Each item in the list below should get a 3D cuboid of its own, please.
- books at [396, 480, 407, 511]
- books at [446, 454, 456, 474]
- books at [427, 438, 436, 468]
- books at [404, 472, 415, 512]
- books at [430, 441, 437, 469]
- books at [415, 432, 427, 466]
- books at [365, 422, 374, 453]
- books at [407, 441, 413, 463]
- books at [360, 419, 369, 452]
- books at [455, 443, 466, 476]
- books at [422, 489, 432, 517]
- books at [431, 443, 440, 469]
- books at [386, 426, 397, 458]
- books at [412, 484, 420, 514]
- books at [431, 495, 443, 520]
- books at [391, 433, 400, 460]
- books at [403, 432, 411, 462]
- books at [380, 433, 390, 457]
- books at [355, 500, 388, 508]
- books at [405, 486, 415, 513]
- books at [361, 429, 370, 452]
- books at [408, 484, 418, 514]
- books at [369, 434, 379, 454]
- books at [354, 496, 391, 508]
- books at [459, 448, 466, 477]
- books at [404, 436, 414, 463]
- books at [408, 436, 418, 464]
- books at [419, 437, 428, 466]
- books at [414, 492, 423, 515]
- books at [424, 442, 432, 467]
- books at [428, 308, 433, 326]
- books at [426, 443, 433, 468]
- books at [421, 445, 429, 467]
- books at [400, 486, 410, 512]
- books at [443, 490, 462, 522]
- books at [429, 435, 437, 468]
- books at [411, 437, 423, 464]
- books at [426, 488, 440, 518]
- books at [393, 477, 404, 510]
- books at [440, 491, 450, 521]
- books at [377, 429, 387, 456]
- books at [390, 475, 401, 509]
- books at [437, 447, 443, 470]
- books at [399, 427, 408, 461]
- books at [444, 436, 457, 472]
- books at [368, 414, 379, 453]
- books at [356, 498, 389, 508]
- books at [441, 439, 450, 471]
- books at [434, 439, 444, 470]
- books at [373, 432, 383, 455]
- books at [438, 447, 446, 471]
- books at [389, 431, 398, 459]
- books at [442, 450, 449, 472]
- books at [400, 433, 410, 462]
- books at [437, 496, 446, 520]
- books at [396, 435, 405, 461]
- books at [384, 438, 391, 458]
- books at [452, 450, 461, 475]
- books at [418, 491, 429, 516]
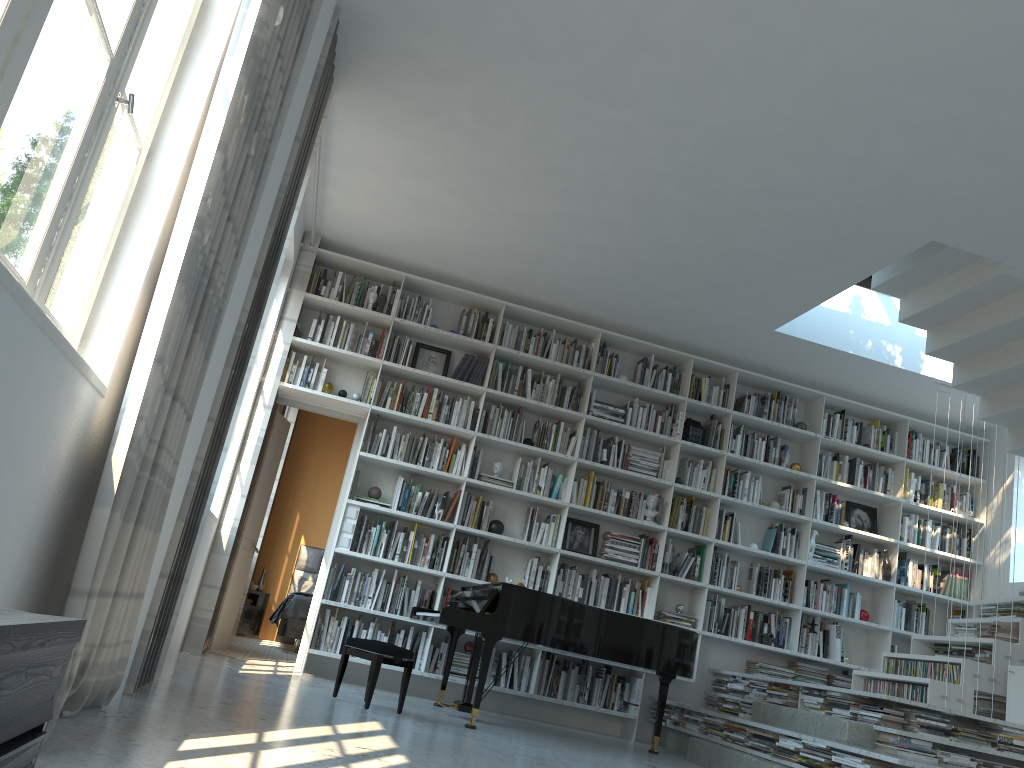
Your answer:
[{"bbox_3d":[-0.867,0.882,6.874,0.031,0.254,0.143,15,-16,-10],"label":"books"},{"bbox_3d":[-0.487,0.655,7.022,0.030,0.183,0.152,15,-16,-10],"label":"books"},{"bbox_3d":[-0.649,0.567,6.999,0.012,0.271,0.145,15,-16,-10],"label":"books"},{"bbox_3d":[-0.812,0.858,6.898,0.011,0.335,0.154,15,-16,-10],"label":"books"},{"bbox_3d":[-0.633,0.585,7.010,0.011,0.251,0.139,15,-16,-10],"label":"books"},{"bbox_3d":[-0.722,0.533,6.985,0.013,0.299,0.152,15,-16,-10],"label":"books"},{"bbox_3d":[-1.114,0.440,6.895,0.027,0.265,0.176,15,-16,-10],"label":"books"},{"bbox_3d":[-0.814,0.561,6.975,0.010,0.203,0.139,15,-16,-10],"label":"books"},{"bbox_3d":[-1.158,0.426,6.915,0.012,0.284,0.160,15,-16,-10],"label":"books"},{"bbox_3d":[-0.422,0.624,7.051,0.027,0.285,0.148,15,-16,-10],"label":"books"},{"bbox_3d":[-0.669,0.944,6.915,0.013,0.241,0.141,15,-16,-10],"label":"books"},{"bbox_3d":[-0.618,0.596,7.021,0.028,0.241,0.132,15,-16,-10],"label":"books"},{"bbox_3d":[-0.953,0.481,6.944,0.023,0.280,0.174,15,-16,-10],"label":"books"},{"bbox_3d":[-0.756,0.910,6.880,0.011,0.249,0.172,15,-16,-10],"label":"books"},{"bbox_3d":[-0.589,0.976,6.905,0.030,0.207,0.172,15,-16,-10],"label":"books"},{"bbox_3d":[-0.916,0.515,6.962,0.049,0.242,0.139,15,-16,-10],"label":"books"},{"bbox_3d":[-0.837,0.518,6.968,0.011,0.270,0.158,15,-16,-10],"label":"books"},{"bbox_3d":[-1.000,0.500,6.905,0.028,0.203,0.188,15,-16,-10],"label":"books"},{"bbox_3d":[-1.081,0.934,6.811,0.254,0.012,0.161,15,-17,-9],"label":"books"},{"bbox_3d":[-0.804,0.914,6.893,0.030,0.230,0.148,15,-16,-10],"label":"books"},{"bbox_3d":[-1.146,0.465,6.899,0.026,0.208,0.155,15,-16,-10],"label":"books"},{"bbox_3d":[-0.776,0.911,6.894,0.022,0.248,0.129,15,-16,-10],"label":"books"},{"bbox_3d":[-1.081,0.491,6.895,0.037,0.181,0.189,15,-16,-10],"label":"books"},{"bbox_3d":[-1.074,0.909,6.811,0.285,0.012,0.160,14,-17,-6],"label":"books"},{"bbox_3d":[-0.394,0.645,7.054,0.036,0.257,0.123,15,-16,-10],"label":"books"},{"bbox_3d":[-0.820,0.535,6.951,0.024,0.236,0.167,15,-16,-10],"label":"books"},{"bbox_3d":[-0.790,0.543,6.966,0.023,0.241,0.185,15,-16,-10],"label":"books"},{"bbox_3d":[-0.713,0.559,6.992,0.021,0.256,0.156,15,-16,-10],"label":"books"},{"bbox_3d":[-0.740,0.941,6.863,0.029,0.189,0.189,15,-16,-10],"label":"books"},{"bbox_3d":[-0.676,0.579,6.982,0.013,0.228,0.177,15,-16,-10],"label":"books"},{"bbox_3d":[-0.681,-0.500,7.258,0.013,0.209,0.137,15,-16,-10],"label":"books"},{"bbox_3d":[-0.667,0.586,6.995,0.013,0.227,0.152,15,-16,-10],"label":"books"},{"bbox_3d":[-0.698,0.589,6.989,0.021,0.204,0.130,15,-16,-10],"label":"books"},{"bbox_3d":[-0.836,0.905,6.845,0.029,0.207,0.190,15,-16,-10],"label":"books"},{"bbox_3d":[-0.477,0.964,6.907,0.082,0.275,0.229,15,-16,-10],"label":"books"},{"bbox_3d":[-0.639,0.558,7.020,0.011,0.303,0.130,15,-16,-10],"label":"books"},{"bbox_3d":[-0.759,0.549,6.991,0.048,0.255,0.142,15,-16,-10],"label":"books"},{"bbox_3d":[-0.629,0.944,6.910,0.060,0.254,0.159,15,-16,-10],"label":"books"},{"bbox_3d":[-0.889,0.865,6.864,0.024,0.272,0.150,15,-16,-10],"label":"books"},{"bbox_3d":[-0.538,0.972,6.932,0.021,0.250,0.154,15,-16,-10],"label":"books"},{"bbox_3d":[-1.023,0.481,6.914,0.022,0.235,0.177,15,-16,-10],"label":"books"},{"bbox_3d":[-0.906,0.855,6.864,0.012,0.284,0.160,15,-16,-10],"label":"books"},{"bbox_3d":[-0.584,0.613,7.010,0.012,0.216,0.160,15,-16,-10],"label":"books"},{"bbox_3d":[-0.863,0.497,6.957,0.011,0.292,0.184,15,-16,-10],"label":"books"},{"bbox_3d":[-0.503,0.580,7.033,0.035,0.324,0.170,15,-16,-10],"label":"books"},{"bbox_3d":[-1.088,0.413,6.905,0.012,0.332,0.185,15,-16,-10],"label":"books"},{"bbox_3d":[-1.077,0.921,6.810,0.254,0.012,0.161,16,-17,-13],"label":"books"},{"bbox_3d":[-0.546,0.589,7.035,0.015,0.292,0.144,15,-16,-10],"label":"books"},{"bbox_3d":[-0.587,0.579,7.002,0.015,0.274,0.157,15,-16,-10],"label":"books"},{"bbox_3d":[-1.060,0.489,6.920,0.042,0.208,0.143,15,-16,-10],"label":"books"},{"bbox_3d":[-0.569,0.617,7.017,0.021,0.220,0.149,15,-16,-10],"label":"books"},{"bbox_3d":[-0.938,0.500,6.934,0.011,0.245,0.176,15,-16,-10],"label":"books"},{"bbox_3d":[-0.538,0.631,7.011,0.013,0.203,0.162,15,-16,-10],"label":"books"},{"bbox_3d":[-0.851,0.521,6.946,0.021,0.246,0.189,15,-16,-10],"label":"books"},{"bbox_3d":[-0.564,0.985,6.919,0.027,0.209,0.144,15,-16,-10],"label":"books"},{"bbox_3d":[-0.882,0.524,6.948,0.014,0.229,0.148,15,-16,-10],"label":"books"},{"bbox_3d":[-0.989,0.524,6.949,0.021,0.187,0.129,15,-16,-10],"label":"books"},{"bbox_3d":[-0.454,0.644,7.033,0.031,0.222,0.145,15,-16,-10],"label":"books"},{"bbox_3d":[-0.704,0.948,6.906,0.056,0.213,0.143,15,-16,-10],"label":"books"}]
